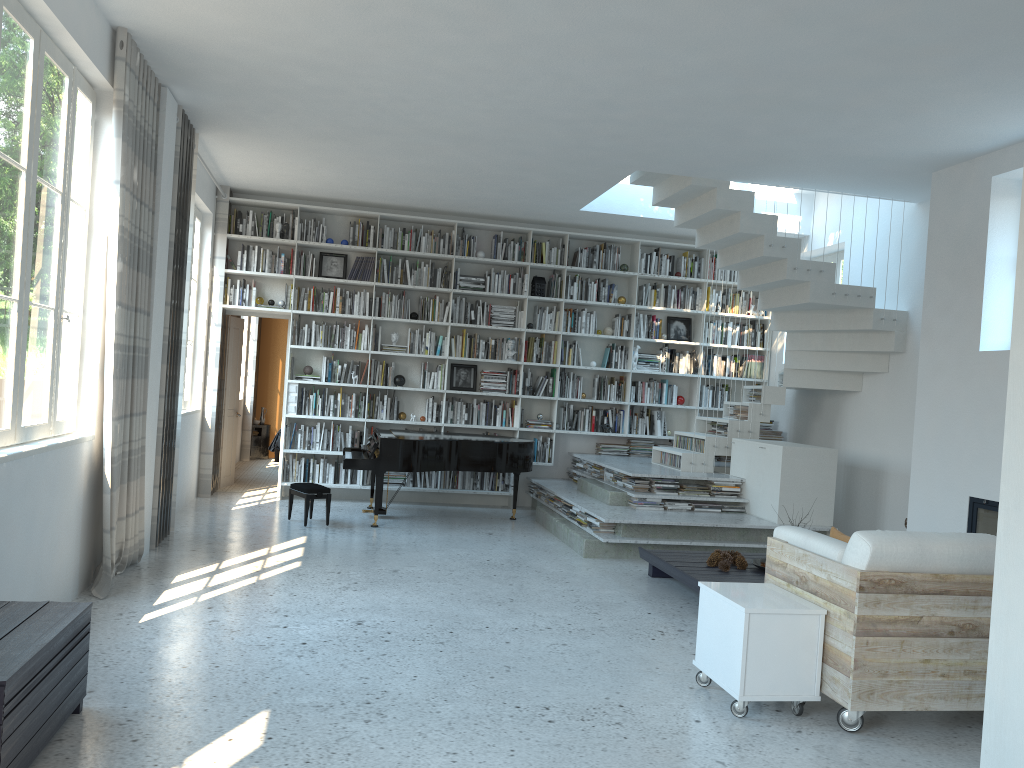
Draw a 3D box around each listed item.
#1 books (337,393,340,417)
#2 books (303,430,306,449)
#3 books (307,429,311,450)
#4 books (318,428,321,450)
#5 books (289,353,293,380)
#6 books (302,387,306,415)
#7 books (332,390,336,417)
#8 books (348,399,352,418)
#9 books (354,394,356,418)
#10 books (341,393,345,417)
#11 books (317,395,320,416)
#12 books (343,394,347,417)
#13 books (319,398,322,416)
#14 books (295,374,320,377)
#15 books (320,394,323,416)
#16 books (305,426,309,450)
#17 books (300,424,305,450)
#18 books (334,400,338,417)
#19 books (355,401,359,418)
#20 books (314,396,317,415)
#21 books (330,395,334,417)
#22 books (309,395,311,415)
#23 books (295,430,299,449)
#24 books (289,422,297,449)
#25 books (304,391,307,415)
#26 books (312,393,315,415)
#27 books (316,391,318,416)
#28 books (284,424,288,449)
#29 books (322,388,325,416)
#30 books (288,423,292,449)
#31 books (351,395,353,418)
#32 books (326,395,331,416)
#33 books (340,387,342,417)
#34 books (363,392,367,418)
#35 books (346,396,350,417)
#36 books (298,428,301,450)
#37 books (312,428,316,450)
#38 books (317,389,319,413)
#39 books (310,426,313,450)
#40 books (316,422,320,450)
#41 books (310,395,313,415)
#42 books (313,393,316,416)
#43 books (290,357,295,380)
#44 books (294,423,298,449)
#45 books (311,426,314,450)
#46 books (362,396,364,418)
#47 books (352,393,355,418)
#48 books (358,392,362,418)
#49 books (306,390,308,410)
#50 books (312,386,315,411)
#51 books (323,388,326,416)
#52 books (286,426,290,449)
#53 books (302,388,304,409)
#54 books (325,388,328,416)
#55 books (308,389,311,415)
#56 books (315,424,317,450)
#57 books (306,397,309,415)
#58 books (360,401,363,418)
[{"bbox_3d":[-1.888,0.228,9.651,0.026,0.254,0.176,4,0,-11],"label":"books"},{"bbox_3d":[-2.246,0.605,9.608,0.025,0.200,0.137,4,0,-11],"label":"books"},{"bbox_3d":[-2.192,0.597,9.588,0.028,0.223,0.189,4,0,-11],"label":"books"},{"bbox_3d":[-2.089,0.599,9.634,0.012,0.232,0.148,4,0,-11],"label":"books"},{"bbox_3d":[-2.385,-0.188,9.560,0.012,0.285,0.159,4,0,-11],"label":"books"},{"bbox_3d":[-2.249,0.183,9.585,0.014,0.294,0.171,4,0,-11],"label":"books"},{"bbox_3d":[-1.934,0.211,9.640,0.014,0.282,0.150,4,0,-11],"label":"books"},{"bbox_3d":[-1.770,0.266,9.686,0.023,0.194,0.140,4,0,-11],"label":"books"},{"bbox_3d":[-1.719,0.237,9.692,0.013,0.260,0.142,4,0,-11],"label":"books"},{"bbox_3d":[-1.841,0.228,9.649,0.028,0.260,0.181,4,0,-11],"label":"books"},{"bbox_3d":[-2.091,0.232,9.602,0.015,0.219,0.190,4,0,-11],"label":"books"},{"bbox_3d":[-1.815,0.235,9.659,0.028,0.249,0.159,4,0,-11],"label":"books"},{"bbox_3d":[-2.075,0.248,9.601,0.016,0.189,0.183,4,0,-11],"label":"books"},{"bbox_3d":[-2.210,-0.088,9.592,0.254,0.012,0.161,4,0,-10],"label":"books"},{"bbox_3d":[-2.064,0.228,9.638,0.016,0.230,0.136,4,0,-11],"label":"books"},{"bbox_3d":[-2.222,0.582,9.616,0.022,0.248,0.133,4,0,-11],"label":"books"},{"bbox_3d":[-2.266,0.570,9.582,0.029,0.266,0.171,4,0,-11],"label":"books"},{"bbox_3d":[-1.915,0.262,9.635,0.029,0.181,0.190,4,0,-11],"label":"books"},{"bbox_3d":[-1.695,0.278,9.697,0.041,0.181,0.141,4,0,-11],"label":"books"},{"bbox_3d":[-2.127,0.233,9.622,0.016,0.211,0.146,4,0,-11],"label":"books"},{"bbox_3d":[-1.957,0.235,9.637,0.027,0.230,0.159,4,0,-11],"label":"books"},{"bbox_3d":[-2.182,0.226,9.598,0.015,0.218,0.176,4,0,-11],"label":"books"},{"bbox_3d":[-2.320,0.601,9.588,0.024,0.198,0.148,4,0,-11],"label":"books"},{"bbox_3d":[-2.361,0.555,9.558,0.052,0.283,0.172,4,0,-11],"label":"books"},{"bbox_3d":[-2.233,0.203,9.597,0.022,0.257,0.141,4,0,-11],"label":"books"},{"bbox_3d":[-2.145,0.216,9.600,0.014,0.243,0.171,4,0,-11],"label":"books"},{"bbox_3d":[-2.111,0.201,9.615,0.009,0.278,0.157,4,0,-11],"label":"books"},{"bbox_3d":[-2.435,0.565,9.566,0.012,0.254,0.161,4,0,-11],"label":"books"},{"bbox_3d":[-2.050,0.194,9.642,0.009,0.299,0.141,4,0,-11],"label":"books"},{"bbox_3d":[-2.390,0.556,9.544,0.011,0.277,0.189,4,0,-11],"label":"books"},{"bbox_3d":[-1.751,0.241,9.684,0.010,0.246,0.160,4,0,-11],"label":"books"},{"bbox_3d":[-1.995,0.233,9.647,0.045,0.230,0.138,4,0,-11],"label":"books"},{"bbox_3d":[-1.864,0.195,9.652,0.021,0.323,0.171,4,0,-11],"label":"books"},{"bbox_3d":[-1.615,0.234,9.721,0.024,0.280,0.135,4,0,-11],"label":"books"},{"bbox_3d":[-1.792,0.247,9.678,0.025,0.229,0.153,4,0,-11],"label":"books"},{"bbox_3d":[-2.292,0.591,9.571,0.022,0.220,0.187,4,0,-11],"label":"books"},{"bbox_3d":[-2.145,0.597,9.608,0.028,0.229,0.157,4,0,-11],"label":"books"},{"bbox_3d":[-2.098,0.197,9.594,0.007,0.286,0.182,4,0,-11],"label":"books"},{"bbox_3d":[-2.172,0.581,9.594,0.013,0.257,0.189,4,0,-11],"label":"books"},{"bbox_3d":[-2.105,0.564,9.627,0.027,0.299,0.142,4,0,-11],"label":"books"},{"bbox_3d":[-2.165,0.228,9.589,0.015,0.217,0.180,4,0,-11],"label":"books"},{"bbox_3d":[-2.132,0.216,9.588,0.009,0.244,0.184,4,0,-11],"label":"books"},{"bbox_3d":[-2.365,-0.166,9.554,0.028,0.243,0.156,4,0,-11],"label":"books"},{"bbox_3d":[-2.334,0.562,9.584,0.010,0.273,0.150,4,0,-11],"label":"books"},{"bbox_3d":[-2.160,0.584,9.592,0.010,0.252,0.177,4,0,-11],"label":"books"},{"bbox_3d":[-1.629,0.253,9.696,0.010,0.240,0.174,4,0,-11],"label":"books"},{"bbox_3d":[-1.732,0.233,9.670,0.021,0.265,0.185,4,0,-11],"label":"books"},{"bbox_3d":[-1.661,0.227,9.683,0.014,0.286,0.179,4,0,-11],"label":"books"},{"bbox_3d":[-2.215,0.201,9.581,0.007,0.264,0.176,4,0,-11],"label":"books"},{"bbox_3d":[-2.153,0.179,9.599,0.006,0.315,0.145,4,0,-11],"label":"books"},{"bbox_3d":[-2.030,0.195,9.609,0.019,0.300,0.180,4,0,-11],"label":"books"},{"bbox_3d":[-2.413,0.574,9.556,0.029,0.239,0.154,4,0,-11],"label":"books"},{"bbox_3d":[-2.265,0.184,9.589,0.016,0.289,0.152,4,0,-11],"label":"books"},{"bbox_3d":[-2.017,0.193,9.623,0.012,0.306,0.189,4,0,-11],"label":"books"},{"bbox_3d":[-2.190,0.195,9.590,0.008,0.280,0.164,4,0,-11],"label":"books"},{"bbox_3d":[-2.127,0.576,9.631,0.013,0.274,0.146,4,0,-11],"label":"books"},{"bbox_3d":[-2.202,0.239,9.568,0.019,0.189,0.193,4,0,-11],"label":"books"},{"bbox_3d":[-1.652,0.278,9.719,0.023,0.187,0.130,4,0,-11],"label":"books"}]
